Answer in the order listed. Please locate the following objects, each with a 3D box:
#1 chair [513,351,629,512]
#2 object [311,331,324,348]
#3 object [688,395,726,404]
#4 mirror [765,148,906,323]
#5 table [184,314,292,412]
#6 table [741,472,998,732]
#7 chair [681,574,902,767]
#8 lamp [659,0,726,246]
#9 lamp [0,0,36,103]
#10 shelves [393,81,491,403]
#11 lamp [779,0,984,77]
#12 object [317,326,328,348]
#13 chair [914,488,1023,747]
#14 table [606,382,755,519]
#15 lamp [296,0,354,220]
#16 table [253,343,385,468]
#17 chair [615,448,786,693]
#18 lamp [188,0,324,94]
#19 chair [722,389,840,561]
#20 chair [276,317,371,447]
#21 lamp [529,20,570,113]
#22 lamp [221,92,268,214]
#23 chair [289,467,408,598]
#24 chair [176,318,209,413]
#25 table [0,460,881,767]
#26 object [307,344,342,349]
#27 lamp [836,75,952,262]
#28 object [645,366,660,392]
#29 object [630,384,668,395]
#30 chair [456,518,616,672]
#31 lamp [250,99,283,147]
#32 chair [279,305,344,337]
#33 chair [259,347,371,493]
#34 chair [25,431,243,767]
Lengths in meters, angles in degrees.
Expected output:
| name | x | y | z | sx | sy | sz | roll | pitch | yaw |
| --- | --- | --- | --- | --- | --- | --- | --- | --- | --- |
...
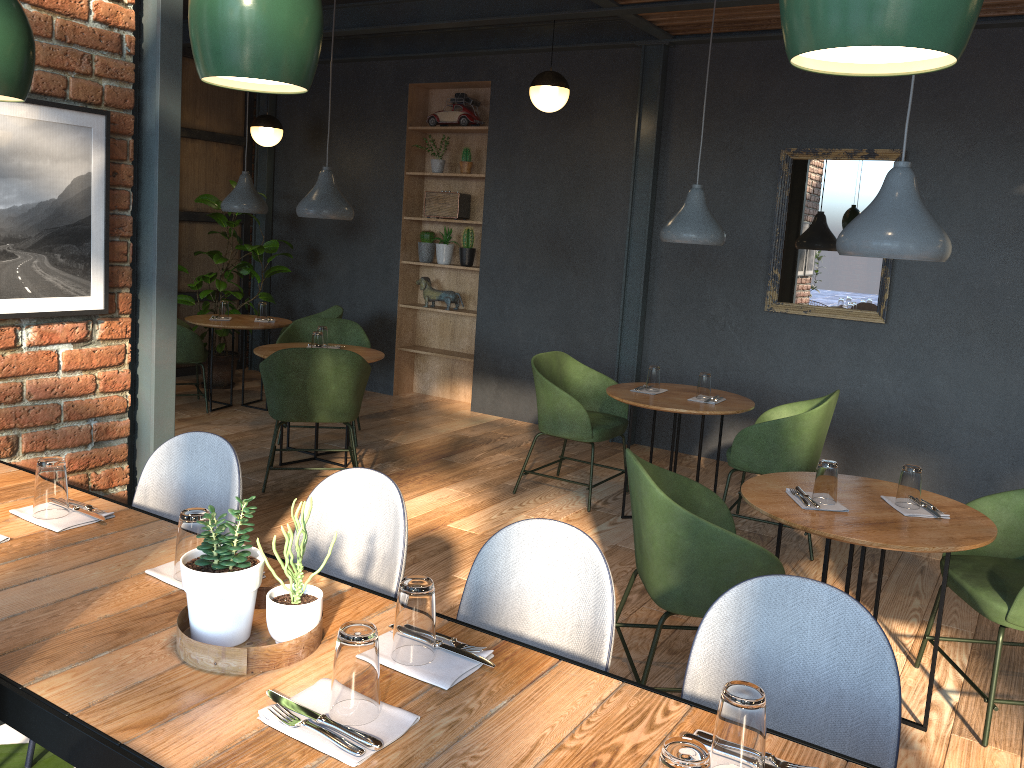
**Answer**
| name | x | y | z | sx | sy | sz | roll | pitch | yaw |
| --- | --- | --- | --- | --- | --- | --- | --- | --- | --- |
| chair | 0.390 | 0.248 | 5.237 | 0.516 | 0.814 | 0.640 | 9 | 10 | 31 |
| object | -1.195 | -0.252 | 5.440 | 0.080 | 0.137 | 0.081 | 1 | 8 | -21 |
| object | 1.054 | 0.079 | 4.798 | 0.158 | 0.019 | 0.243 | 10 | 11 | 30 |
| mirror | 2.092 | -0.978 | 5.773 | 0.771 | 1.079 | 0.061 | 9 | 9 | 31 |
| table | -2.159 | -0.163 | 6.984 | 0.810 | 0.683 | 0.810 | 9 | 10 | 31 |
| table | 1.170 | 0.748 | 3.053 | 0.807 | 0.683 | 0.813 | -1 | 10 | -28 |
| chair | 0.455 | 0.851 | 1.606 | 0.419 | 0.882 | 0.509 | 8 | 9 | 27 |
| lamp | 1.122 | -2.967 | 4.506 | 0.353 | 4.463 | 0.355 | 1 | 8 | -23 |
| lamp | -1.134 | -1.644 | 1.873 | 0.224 | 2.009 | 0.224 | 9 | 9 | 34 |
| shelves | -0.537 | -1.175 | 7.604 | 0.838 | 2.690 | 0.285 | 8 | 9 | 31 |
| lamp | 0.480 | -1.363 | 0.890 | 0.224 | 2.009 | 0.224 | 9 | 9 | 34 |
| object | -1.227 | -0.303 | 5.724 | 0.080 | 0.137 | 0.081 | 1 | 8 | -21 |
| chair | 1.782 | 0.728 | 3.025 | 0.515 | 0.814 | 0.642 | 4 | 8 | 1 |
| table | 0.901 | 0.403 | 4.926 | 0.807 | 0.683 | 0.813 | 2 | 9 | -9 |
| lamp | -1.006 | -3.231 | 5.197 | 0.353 | 4.463 | 0.355 | 1 | 8 | -23 |
| table | -1.235 | 0.134 | 5.637 | 0.807 | 0.683 | 0.813 | 1 | 9 | -17 |
| chair | 0.620 | 0.659 | 2.974 | 0.515 | 0.814 | 0.643 | 3 | 8 | -4 |
| lamp | -0.378 | -1.512 | 1.413 | 0.224 | 2.009 | 0.224 | 9 | 9 | 34 |
| chair | 1.418 | 0.411 | 4.704 | 0.516 | 0.814 | 0.641 | 8 | 9 | 26 |
| chair | -1.315 | -0.028 | 6.155 | 0.638 | 0.814 | 0.518 | 3 | 8 | -9 |
| lamp | 0.369 | -3.689 | 5.705 | 0.268 | 3.771 | 0.270 | 4 | 7 | 3 |
| lamp | -1.919 | -3.533 | 6.573 | 0.353 | 4.463 | 0.355 | 1 | 8 | -23 |
| chair | -0.528 | 0.684 | 2.182 | 0.420 | 0.882 | 0.509 | 10 | 10 | 38 |
| chair | -2.607 | -0.224 | 6.780 | 0.515 | 0.814 | 0.642 | 0 | 9 | -27 |
| table | -0.527 | 0.839 | 1.649 | 2.781 | 0.761 | 0.660 | 10 | 10 | 31 |
| object | -1.212 | -0.241 | 5.756 | 0.242 | 0.019 | 0.158 | 3 | 10 | -4 |
| lamp | 1.405 | -2.624 | 2.650 | 0.353 | 4.463 | 0.355 | 1 | 8 | -23 |
| object | 0.791 | -0.031 | 4.944 | 0.080 | 0.137 | 0.081 | 3 | 8 | -7 |
| object | 0.777 | 0.028 | 4.982 | 0.158 | 0.019 | 0.243 | 10 | 11 | 30 |
| chair | -0.054 | 0.771 | 1.867 | 0.420 | 0.882 | 0.509 | 10 | 10 | 37 |
| lamp | -1.967 | -3.888 | 7.314 | 0.268 | 3.771 | 0.270 | 2 | 8 | -16 |
| chair | -1.658 | -0.230 | 7.182 | 0.515 | 0.814 | 0.643 | 1 | 9 | -22 |
| chair | -1.148 | 0.160 | 5.147 | 0.638 | 0.814 | 0.518 | 2 | 8 | -14 |
| chair | -1.013 | 0.608 | 2.430 | 0.419 | 0.882 | 0.509 | 8 | 9 | 27 |
